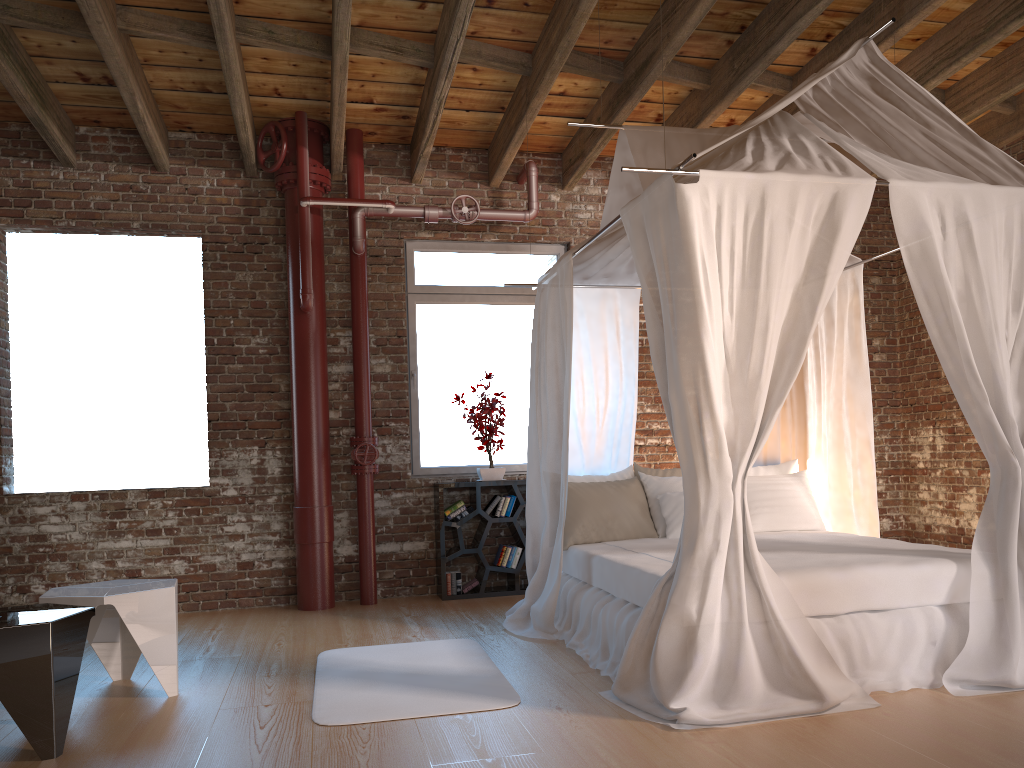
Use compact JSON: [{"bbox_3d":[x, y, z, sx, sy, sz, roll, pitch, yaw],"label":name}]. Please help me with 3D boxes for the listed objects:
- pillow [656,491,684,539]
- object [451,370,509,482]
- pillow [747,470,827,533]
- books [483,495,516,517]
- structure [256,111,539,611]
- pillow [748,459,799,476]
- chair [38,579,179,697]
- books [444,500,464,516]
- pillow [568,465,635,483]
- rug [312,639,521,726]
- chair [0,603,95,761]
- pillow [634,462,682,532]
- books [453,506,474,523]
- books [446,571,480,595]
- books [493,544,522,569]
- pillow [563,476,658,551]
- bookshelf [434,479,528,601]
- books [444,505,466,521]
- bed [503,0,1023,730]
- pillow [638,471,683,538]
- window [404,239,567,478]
[{"bbox_3d":[1.086,0.790,5.349,0.383,0.291,0.216,-2,-2,-5],"label":"pillow"},{"bbox_3d":[-0.218,0.305,6.563,0.416,0.840,0.395,-2,-1,-18],"label":"object"},{"bbox_3d":[1.705,0.768,5.695,0.628,0.433,0.293,-1,-1,-14],"label":"pillow"},{"bbox_3d":[-0.093,0.904,6.537,0.244,0.166,0.134,-1,-2,-14],"label":"books"},{"bbox_3d":[-0.748,-0.166,6.311,1.998,3.465,0.576,-2,0,-15],"label":"structure"},{"bbox_3d":[1.661,0.740,5.884,0.631,0.499,0.208,-1,-1,-14],"label":"pillow"},{"bbox_3d":[-1.805,1.167,4.000,0.523,0.490,0.631,-4,-4,40],"label":"chair"},{"bbox_3d":[-0.430,0.906,6.448,0.154,0.109,0.134,-1,-3,-14],"label":"books"},{"bbox_3d":[0.517,0.765,5.575,0.632,0.493,0.199,-1,-1,-14],"label":"pillow"},{"bbox_3d":[-0.494,1.372,4.179,0.859,0.007,1.439,-1,-5,-12],"label":"rug"},{"bbox_3d":[-1.890,1.110,3.282,0.604,0.490,0.547,-4,-3,30],"label":"chair"},{"bbox_3d":[1.080,0.742,5.731,0.632,0.495,0.208,-1,-1,-15],"label":"pillow"},{"bbox_3d":[-0.359,0.953,6.467,0.157,0.114,0.134,-1,-3,-14],"label":"books"},{"bbox_3d":[-0.365,1.454,6.463,0.249,0.160,0.134,-1,-2,-14],"label":"books"},{"bbox_3d":[-0.030,1.280,6.552,0.203,0.181,0.134,-1,-2,-14],"label":"books"},{"bbox_3d":[0.559,0.783,5.385,0.613,0.414,0.358,-1,-2,-17],"label":"pillow"},{"bbox_3d":[-0.133,1.146,6.597,0.855,0.845,0.293,-1,0,-14],"label":"bookshelf"},{"bbox_3d":[-0.416,0.942,6.452,0.154,0.109,0.134,-1,-3,-14],"label":"books"},{"bbox_3d":[1.268,-0.568,4.717,2.495,3.883,2.671,-2,-1,-13],"label":"bed"},{"bbox_3d":[1.128,0.739,5.536,0.612,0.403,0.349,-1,-2,-16],"label":"pillow"},{"bbox_3d":[-0.183,-0.199,6.841,1.344,1.849,0.168,-2,0,-15],"label":"window"}]
